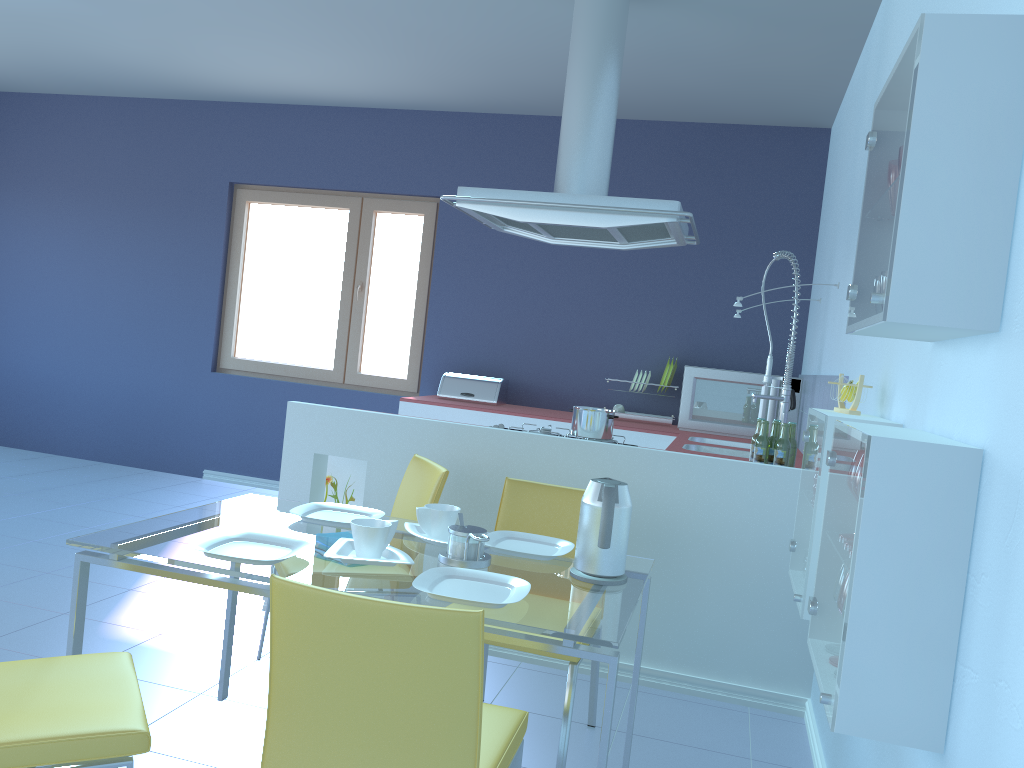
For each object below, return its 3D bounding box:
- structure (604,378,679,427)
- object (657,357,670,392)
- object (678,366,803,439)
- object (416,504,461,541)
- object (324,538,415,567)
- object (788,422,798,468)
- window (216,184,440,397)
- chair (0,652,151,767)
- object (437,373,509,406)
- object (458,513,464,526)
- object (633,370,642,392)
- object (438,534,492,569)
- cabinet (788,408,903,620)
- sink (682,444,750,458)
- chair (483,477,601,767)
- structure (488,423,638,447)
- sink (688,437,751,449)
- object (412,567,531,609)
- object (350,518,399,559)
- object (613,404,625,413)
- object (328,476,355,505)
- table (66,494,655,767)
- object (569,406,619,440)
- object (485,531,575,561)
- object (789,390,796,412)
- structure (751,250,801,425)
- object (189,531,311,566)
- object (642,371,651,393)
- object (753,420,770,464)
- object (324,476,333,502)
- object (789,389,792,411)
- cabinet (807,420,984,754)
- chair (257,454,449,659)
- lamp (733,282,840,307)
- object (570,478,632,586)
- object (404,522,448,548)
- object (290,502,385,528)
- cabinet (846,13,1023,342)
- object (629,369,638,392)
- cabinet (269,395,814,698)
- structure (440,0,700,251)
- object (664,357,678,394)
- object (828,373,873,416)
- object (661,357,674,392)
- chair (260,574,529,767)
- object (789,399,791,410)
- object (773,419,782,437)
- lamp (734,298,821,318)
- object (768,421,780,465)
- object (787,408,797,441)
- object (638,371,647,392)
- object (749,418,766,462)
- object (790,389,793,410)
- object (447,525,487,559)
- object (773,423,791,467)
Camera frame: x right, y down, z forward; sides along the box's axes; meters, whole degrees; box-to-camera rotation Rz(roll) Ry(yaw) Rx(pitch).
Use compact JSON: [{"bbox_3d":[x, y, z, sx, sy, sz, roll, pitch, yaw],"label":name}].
[{"bbox_3d":[0.733,0.104,5.063,0.408,0.225,0.194,7,2,11],"label":"structure"},{"bbox_3d":[0.863,-0.053,5.037,0.053,0.214,0.220,7,2,11],"label":"object"},{"bbox_3d":[1.245,0.107,4.862,0.611,0.350,0.367,7,2,14],"label":"object"},{"bbox_3d":[-0.189,0.350,2.232,0.111,0.083,0.091,6,2,-4],"label":"object"},{"bbox_3d":[-0.313,0.380,1.977,0.194,0.020,0.190,6,2,-5],"label":"object"},{"bbox_3d":[0.981,0.230,3.136,0.052,0.190,0.052,5,2,-21],"label":"object"},{"bbox_3d":[-1.208,-0.620,5.754,1.475,1.263,0.142,7,2,14],"label":"window"},{"bbox_3d":[-0.916,0.579,1.566,0.484,0.695,0.387,5,3,-28],"label":"chair"},{"bbox_3d":[-0.228,0.028,5.235,0.364,0.153,0.235,7,2,14],"label":"object"},{"bbox_3d":[-0.114,0.349,2.071,0.023,0.079,0.077,5,2,-21],"label":"object"},{"bbox_3d":[0.720,-0.015,5.065,0.039,0.136,0.140,7,2,10],"label":"object"},{"bbox_3d":[-0.107,0.370,2.020,0.123,0.081,0.166,7,2,5],"label":"object"},{"bbox_3d":[0.780,0.297,2.139,0.173,0.450,0.450,7,2,14],"label":"cabinet"},{"bbox_3d":[0.941,0.380,3.806,0.428,0.172,0.326,7,2,14],"label":"sink"},{"bbox_3d":[0.046,0.649,2.464,0.387,0.695,0.484,7,2,16],"label":"chair"},{"bbox_3d":[0.165,0.200,3.427,0.600,0.047,0.500,7,2,14],"label":"structure"},{"bbox_3d":[1.057,0.374,4.266,0.428,0.172,0.326,7,2,14],"label":"sink"},{"bbox_3d":[-0.080,0.413,1.785,0.228,0.020,0.228,7,2,11],"label":"object"},{"bbox_3d":[-0.306,0.348,1.962,0.111,0.083,0.091,6,2,-14],"label":"object"},{"bbox_3d":[0.614,0.158,5.137,0.097,0.082,0.083,4,3,-43],"label":"object"},{"bbox_3d":[-0.657,0.548,3.346,0.067,0.423,0.229,4,3,-45],"label":"object"},{"bbox_3d":[-0.318,0.682,2.087,1.173,0.590,0.730,7,2,14],"label":"table"},{"bbox_3d":[0.299,0.143,3.281,0.170,0.106,0.157,6,2,-3],"label":"object"},{"bbox_3d":[0.038,0.408,2.225,0.228,0.020,0.228,7,2,16],"label":"object"},{"bbox_3d":[1.391,0.159,4.424,0.037,0.265,0.019,7,3,23],"label":"object"},{"bbox_3d":[1.187,-0.150,3.990,0.178,0.920,0.308,7,2,12],"label":"structure"},{"bbox_3d":[-0.559,0.355,1.905,0.228,0.020,0.228,7,2,11],"label":"object"},{"bbox_3d":[0.767,-0.010,5.056,0.039,0.136,0.140,7,2,10],"label":"object"},{"bbox_3d":[0.873,0.221,3.094,0.052,0.187,0.052,8,3,33],"label":"object"},{"bbox_3d":[-0.778,0.553,3.627,0.050,0.365,0.085,7,2,12],"label":"object"},{"bbox_3d":[1.403,0.159,4.470,0.038,0.265,0.019,7,3,23],"label":"object"},{"bbox_3d":[0.627,0.305,1.526,0.173,0.450,0.450,7,2,14],"label":"cabinet"},{"bbox_3d":[-0.496,0.577,2.781,0.484,0.695,0.387,5,2,-23],"label":"chair"},{"bbox_3d":[1.110,-0.365,3.599,0.400,0.134,0.037,7,2,14],"label":"lamp"},{"bbox_3d":[0.214,0.334,2.022,0.132,0.222,0.146,5,3,-34],"label":"object"},{"bbox_3d":[-0.191,0.384,2.219,0.194,0.020,0.190,6,2,5],"label":"object"},{"bbox_3d":[-0.459,0.348,2.341,0.228,0.020,0.228,7,2,11],"label":"object"},{"bbox_3d":[0.695,-0.311,1.502,0.173,0.450,0.450,7,2,14],"label":"cabinet"},{"bbox_3d":[0.696,-0.018,5.069,0.039,0.136,0.140,7,2,10],"label":"object"},{"bbox_3d":[0.248,0.554,4.204,2.139,0.800,2.200,7,2,14],"label":"cabinet"},{"bbox_3d":[0.299,-1.039,3.370,0.895,0.962,0.695,7,2,14],"label":"structure"},{"bbox_3d":[0.904,-0.048,5.029,0.053,0.214,0.220,7,2,11],"label":"object"},{"bbox_3d":[0.847,0.025,2.233,0.077,0.100,0.203,7,2,6],"label":"object"},{"bbox_3d":[0.883,-0.051,5.033,0.053,0.214,0.220,7,2,11],"label":"object"},{"bbox_3d":[-0.203,0.657,1.575,0.387,0.695,0.484,7,2,11],"label":"chair"},{"bbox_3d":[1.407,0.158,4.491,0.037,0.265,0.019,6,2,4],"label":"object"},{"bbox_3d":[0.947,0.223,3.198,0.052,0.190,0.052,5,2,-21],"label":"object"},{"bbox_3d":[1.297,-0.374,4.342,0.400,0.134,0.037,7,2,14],"label":"lamp"},{"bbox_3d":[0.921,0.225,3.128,0.052,0.187,0.052,8,3,33],"label":"object"},{"bbox_3d":[1.387,0.216,4.458,0.109,0.200,0.100,7,2,14],"label":"object"},{"bbox_3d":[0.743,-0.013,5.060,0.039,0.136,0.140,7,2,10],"label":"object"},{"bbox_3d":[0.884,0.217,3.181,0.052,0.190,0.052,5,2,-21],"label":"object"},{"bbox_3d":[1.397,0.159,4.447,0.038,0.265,0.019,7,3,23],"label":"object"},{"bbox_3d":[-0.105,0.369,2.042,0.090,0.071,0.087,5,2,-21],"label":"object"},{"bbox_3d":[0.934,0.229,3.062,0.052,0.187,0.052,8,3,33],"label":"object"}]
